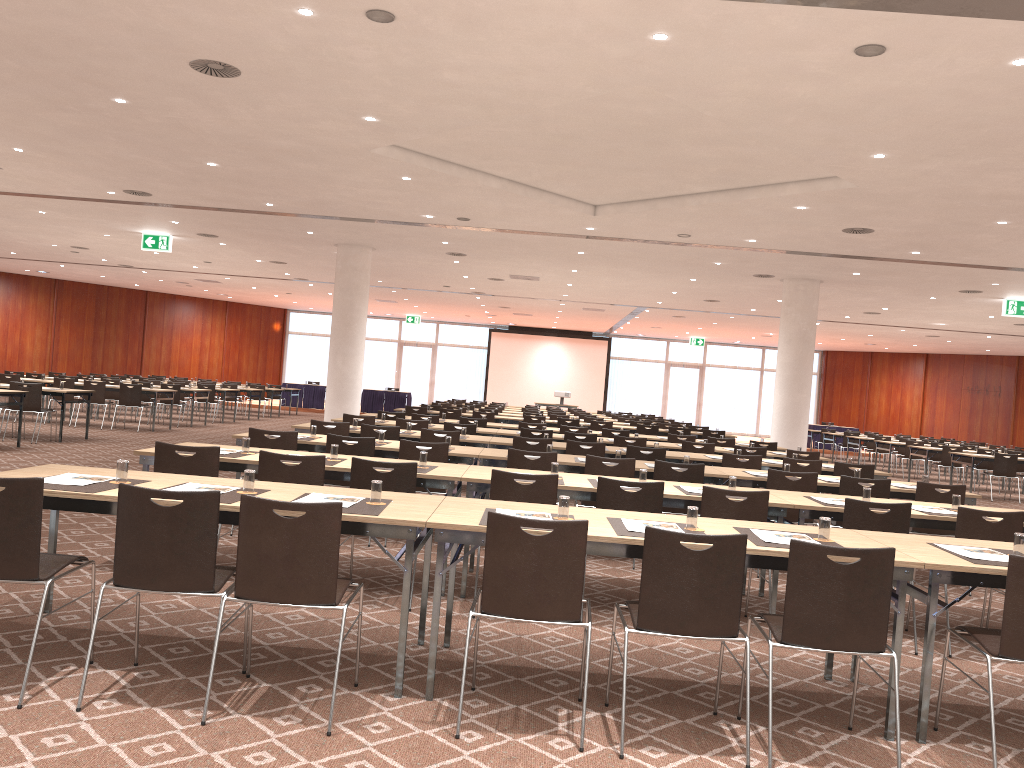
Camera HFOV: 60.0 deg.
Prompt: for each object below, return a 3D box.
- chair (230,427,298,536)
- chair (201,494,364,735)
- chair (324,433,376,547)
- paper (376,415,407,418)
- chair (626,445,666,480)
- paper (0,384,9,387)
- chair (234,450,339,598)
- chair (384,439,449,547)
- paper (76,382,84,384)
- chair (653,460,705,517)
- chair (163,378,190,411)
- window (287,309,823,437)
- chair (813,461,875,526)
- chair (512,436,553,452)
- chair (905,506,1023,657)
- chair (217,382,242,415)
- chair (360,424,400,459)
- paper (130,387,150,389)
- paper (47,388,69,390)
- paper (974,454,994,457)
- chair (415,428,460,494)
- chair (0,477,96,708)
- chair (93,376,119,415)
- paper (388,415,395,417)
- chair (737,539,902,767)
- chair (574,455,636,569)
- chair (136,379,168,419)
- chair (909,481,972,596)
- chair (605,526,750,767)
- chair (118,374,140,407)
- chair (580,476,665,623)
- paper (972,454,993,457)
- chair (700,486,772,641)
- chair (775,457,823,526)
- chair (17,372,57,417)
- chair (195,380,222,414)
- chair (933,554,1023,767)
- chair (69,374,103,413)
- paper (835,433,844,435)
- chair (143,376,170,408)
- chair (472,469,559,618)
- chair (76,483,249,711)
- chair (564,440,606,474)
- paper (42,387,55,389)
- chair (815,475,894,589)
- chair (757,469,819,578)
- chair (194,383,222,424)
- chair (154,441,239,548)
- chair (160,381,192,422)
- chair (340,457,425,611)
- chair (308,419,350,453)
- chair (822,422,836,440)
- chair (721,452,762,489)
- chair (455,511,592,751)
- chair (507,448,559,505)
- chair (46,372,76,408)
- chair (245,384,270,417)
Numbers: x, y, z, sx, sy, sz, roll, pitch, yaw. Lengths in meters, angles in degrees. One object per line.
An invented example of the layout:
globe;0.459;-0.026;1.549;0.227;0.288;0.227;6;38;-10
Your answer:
chair;-2.126;0.865;7.948;0.535;0.939;0.613;5;0;1
chair;-0.966;0.950;3.921;0.535;0.939;0.613;5;0;1
chair;-1.443;0.920;7.968;0.535;0.939;0.614;5;0;3
paper;-1.939;0.526;14.414;0.460;0.003;0.565;5;0;3
chair;1.437;1.150;9.869;0.535;0.939;0.613;5;0;0
paper;-8.271;0.026;14.552;0.460;0.003;0.565;5;0;2
chair;-1.460;0.915;5.933;0.535;0.939;0.613;5;0;1
chair;-0.811;0.969;7.996;0.535;0.939;0.613;5;0;-1
paper;-8.883;-0.020;18.166;0.283;0.006;0.398;5;0;1
chair;1.440;1.147;7.904;0.535;0.939;0.614;5;0;4
chair;-9.638;0.303;25.572;0.535;0.939;0.614;5;0;3
window;1.605;-0.385;37.965;22.961;3.872;0.217;5;0;1
chair;3.717;1.331;9.854;0.535;0.939;0.614;5;0;3
chair;0.191;1.052;9.932;0.535;0.939;0.613;5;0;-1
chair;3.042;1.270;5.868;0.535;0.939;0.613;5;0;-1
chair;-8.106;0.424;25.538;0.535;0.939;0.613;5;0;-1
chair;-1.483;0.920;9.934;0.535;0.939;0.613;5;0;0
paper;-7.601;0.081;18.116;0.283;0.006;0.398;5;0;-1
paper;-7.623;0.077;14.568;0.460;0.003;0.565;5;0;-2
paper;9.431;1.427;17.735;0.283;0.006;0.398;5;0;2
chair;-0.830;0.972;9.997;0.535;0.939;0.613;5;0;-1
chair;-2.242;0.849;3.950;0.535;0.939;0.613;5;0;1
chair;-9.744;0.288;21.573;0.535;0.939;0.613;5;0;-1
paper;-1.973;0.520;14.520;0.283;0.006;0.398;5;0;1
chair;1.352;1.133;3.870;0.535;0.939;0.614;5;0;3
chair;0.829;1.099;7.882;0.535;0.939;0.613;5;0;2
chair;-8.752;0.366;21.632;0.535;0.939;0.613;5;0;1
chair;3.683;1.324;7.854;0.535;0.939;0.613;5;0;-1
chair;0.744;1.085;3.918;0.535;0.939;0.613;5;0;0
chair;-10.973;0.198;25.683;0.535;0.939;0.613;5;0;-1
chair;0.749;1.089;5.961;0.535;0.939;0.613;5;0;2
paper;9.490;1.435;17.684;0.460;0.003;0.565;5;0;2
chair;1.413;1.142;5.904;0.535;0.939;0.613;5;0;0
chair;3.156;1.286;9.908;0.535;0.939;0.613;5;0;-1
chair;-10.458;0.228;19.589;0.535;0.939;0.614;5;0;4
chair;-8.735;0.375;25.633;0.535;0.939;0.613;5;0;2
chair;2.303;1.208;3.926;0.535;0.939;0.614;5;0;3
chair;-10.369;0.239;21.668;0.535;0.939;0.614;5;0;3
paper;9.677;1.464;25.686;0.460;0.003;0.565;5;0;-1
chair;-10.294;0.252;25.727;0.535;0.939;0.614;5;0;4
chair;0.046;1.034;5.899;0.535;0.939;0.613;5;0;-1
chair;-1.507;0.907;3.968;0.535;0.939;0.613;5;0;-1
chair;0.781;1.099;9.961;0.535;0.939;0.613;5;0;-1
paper;-7.682;0.069;14.600;0.283;0.006;0.398;5;0;0
chair;3.028;1.273;7.834;0.535;0.939;0.613;5;0;2
chair;2.430;1.225;7.924;0.535;0.939;0.614;5;0;3
chair;-7.441;0.470;21.663;0.535;0.939;0.613;5;0;-1
chair;-2.155;0.860;5.983;0.535;0.939;0.614;5;0;3
chair;-8.129;0.415;21.537;0.535;0.939;0.613;5;0;-2
chair;-0.860;0.962;5.954;0.535;0.939;0.614;5;0;3
chair;-2.050;0.875;9.981;0.535;0.939;0.613;5;0;-2
chair;11.277;1.839;31.615;0.535;0.939;0.614;5;0;2
chair;2.491;1.234;9.881;0.535;0.939;0.613;5;0;1
chair;0.086;1.033;3.975;0.535;0.939;0.614;5;0;4
chair;0.156;1.046;7.932;0.535;0.939;0.614;5;0;3
chair;-11.092;0.182;21.743;0.535;0.939;0.614;5;0;3
chair;-7.345;0.485;25.661;0.535;0.939;0.613;5;0;-1
